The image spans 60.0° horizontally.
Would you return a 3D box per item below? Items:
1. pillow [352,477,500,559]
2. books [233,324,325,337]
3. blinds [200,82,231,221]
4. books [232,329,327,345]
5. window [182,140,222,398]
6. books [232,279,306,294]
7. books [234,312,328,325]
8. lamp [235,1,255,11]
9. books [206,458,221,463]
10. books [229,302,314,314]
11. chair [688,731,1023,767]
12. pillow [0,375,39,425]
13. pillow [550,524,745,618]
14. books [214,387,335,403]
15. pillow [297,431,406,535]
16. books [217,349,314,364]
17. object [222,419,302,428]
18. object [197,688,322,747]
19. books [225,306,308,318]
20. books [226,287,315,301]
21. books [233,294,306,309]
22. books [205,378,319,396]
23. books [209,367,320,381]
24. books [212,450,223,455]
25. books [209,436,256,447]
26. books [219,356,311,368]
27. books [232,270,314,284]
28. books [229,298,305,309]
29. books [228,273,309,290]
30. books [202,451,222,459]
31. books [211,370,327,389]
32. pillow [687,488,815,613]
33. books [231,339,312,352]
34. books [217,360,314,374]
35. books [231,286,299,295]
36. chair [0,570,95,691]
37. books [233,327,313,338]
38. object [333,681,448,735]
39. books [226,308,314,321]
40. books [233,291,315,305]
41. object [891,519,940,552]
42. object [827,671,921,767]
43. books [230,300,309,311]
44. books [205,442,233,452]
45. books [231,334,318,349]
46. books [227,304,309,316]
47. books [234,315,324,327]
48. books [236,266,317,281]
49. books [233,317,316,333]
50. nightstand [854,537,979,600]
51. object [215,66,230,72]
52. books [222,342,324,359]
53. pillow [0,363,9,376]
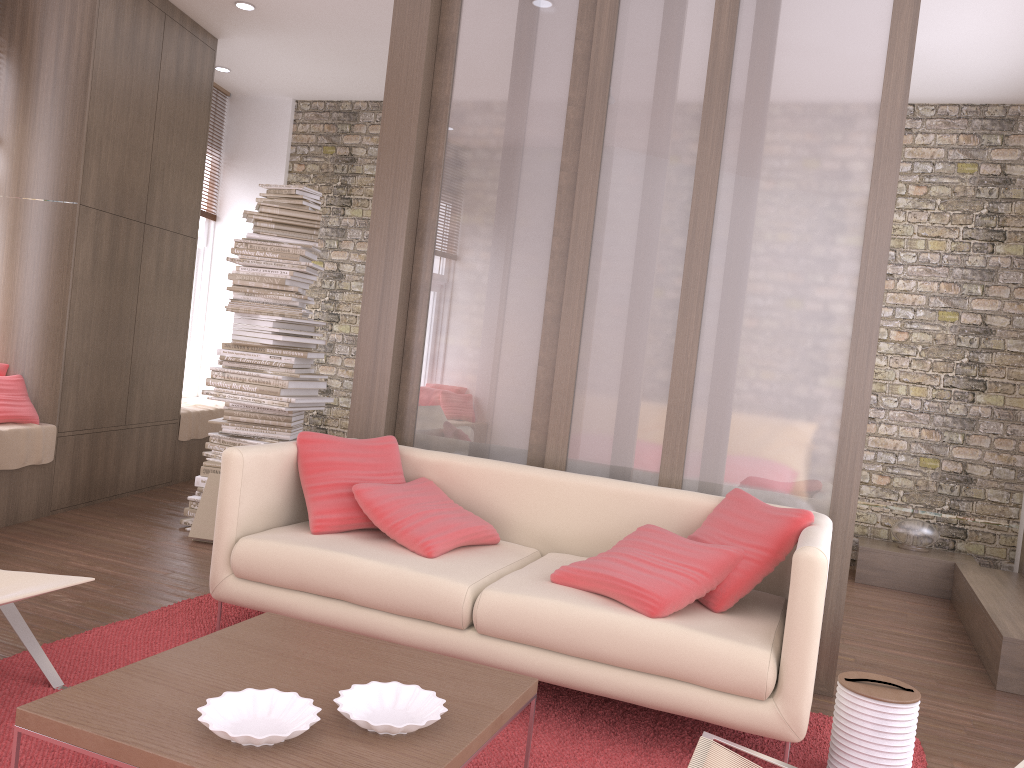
[{"bbox_3d":[-0.349,0.536,3.609,0.467,0.224,0.507,8,2,33],"label":"pillow"},{"bbox_3d":[-1.404,-0.322,5.323,0.484,0.020,0.323,8,2,40],"label":"books"},{"bbox_3d":[-2.666,-2.000,7.185,0.042,1.138,1.373,7,2,8],"label":"blinds"},{"bbox_3d":[-1.395,-0.280,5.309,0.524,0.030,0.317,8,2,40],"label":"books"},{"bbox_3d":[-2.871,-0.988,7.230,0.160,2.229,1.407,7,2,8],"label":"window"},{"bbox_3d":[-1.451,-0.582,5.326,0.379,0.028,0.297,6,2,-4],"label":"books"},{"bbox_3d":[-1.389,-0.391,5.317,0.500,0.018,0.326,8,2,40],"label":"books"},{"bbox_3d":[-1.700,-2.406,5.645,0.119,0.010,0.119,6,2,1],"label":"lamp"},{"bbox_3d":[-1.527,0.471,5.285,0.448,0.013,0.350,7,2,25],"label":"books"},{"bbox_3d":[-1.437,-0.454,5.319,0.446,0.012,0.291,6,2,-4],"label":"books"},{"bbox_3d":[0.729,0.876,1.638,0.853,0.762,0.739,7,2,20],"label":"chair"},{"bbox_3d":[-2.820,0.083,4.904,0.264,0.278,0.357,7,2,28],"label":"pillow"},{"bbox_3d":[0.477,0.645,3.116,0.467,0.224,0.507,5,3,-42],"label":"pillow"},{"bbox_3d":[-1.423,0.065,5.335,0.566,0.025,0.423,7,2,20],"label":"books"},{"bbox_3d":[-0.652,0.414,3.726,0.498,0.377,0.379,5,2,-35],"label":"pillow"},{"bbox_3d":[-1.474,-0.164,5.337,0.469,0.038,0.364,7,2,5],"label":"books"},{"bbox_3d":[-1.487,0.227,5.306,0.413,0.008,0.243,6,2,1],"label":"object"},{"bbox_3d":[-0.524,0.698,1.833,0.249,0.043,0.251,6,2,-9],"label":"object"},{"bbox_3d":[-1.464,-0.430,5.324,0.444,0.015,0.279,6,2,-4],"label":"books"},{"bbox_3d":[-1.440,-0.537,5.319,0.467,0.020,0.283,6,2,-4],"label":"books"},{"bbox_3d":[-1.453,-0.496,5.345,0.379,0.028,0.297,6,2,-4],"label":"books"},{"bbox_3d":[-1.498,0.019,5.345,0.522,0.046,0.410,7,2,20],"label":"books"},{"bbox_3d":[-1.484,-0.061,5.343,0.510,0.020,0.399,7,2,20],"label":"books"},{"bbox_3d":[-1.493,0.430,5.306,0.468,0.021,0.350,7,2,25],"label":"books"},{"bbox_3d":[-1.522,0.356,5.331,0.448,0.038,0.348,7,2,25],"label":"books"},{"bbox_3d":[-1.470,-0.132,5.316,0.442,0.025,0.346,7,2,5],"label":"books"},{"bbox_3d":[-1.431,-0.641,5.330,0.388,0.020,0.287,7,2,15],"label":"books"},{"bbox_3d":[-1.467,-0.480,5.335,0.395,0.007,0.308,6,2,-4],"label":"books"},{"bbox_3d":[-1.458,-0.615,5.332,0.379,0.039,0.297,7,2,15],"label":"books"},{"bbox_3d":[-1.548,0.448,5.325,0.506,0.023,0.330,7,2,25],"label":"books"},{"bbox_3d":[-1.461,-0.025,5.360,0.542,0.046,0.421,7,2,20],"label":"books"},{"bbox_3d":[0.780,0.592,3.237,0.379,0.377,0.498,6,2,-20],"label":"pillow"},{"bbox_3d":[-1.458,-0.233,5.355,0.450,0.022,0.364,6,2,-19],"label":"books"},{"bbox_3d":[-1.474,-0.104,5.352,0.469,0.028,0.368,7,2,5],"label":"books"},{"bbox_3d":[-1.464,-0.555,5.319,0.368,0.009,0.262,6,2,-4],"label":"books"},{"bbox_3d":[-1.822,0.557,2.598,0.860,0.767,0.739,7,2,20],"label":"chair"},{"bbox_3d":[-1.443,-0.309,5.336,0.413,0.013,0.294,8,2,40],"label":"books"},{"bbox_3d":[-0.269,0.723,1.952,0.251,0.043,0.249,8,2,32],"label":"object"},{"bbox_3d":[-1.440,-0.412,5.310,0.469,0.015,0.267,6,2,-4],"label":"books"},{"bbox_3d":[-1.425,-0.516,5.328,0.388,0.020,0.287,7,2,15],"label":"books"},{"bbox_3d":[2.666,0.996,5.866,0.296,0.199,0.211,7,2,18],"label":"object"},{"bbox_3d":[1.111,1.084,2.733,0.239,0.341,0.239,5,2,-37],"label":"object"},{"bbox_3d":[-1.445,-0.468,5.327,0.412,0.011,0.308,6,2,-4],"label":"books"},{"bbox_3d":[-1.554,0.392,5.321,0.432,0.038,0.339,7,2,25],"label":"books"},{"bbox_3d":[-1.431,-0.254,5.341,0.435,0.030,0.322,8,2,40],"label":"books"},{"bbox_3d":[-1.454,-0.443,5.325,0.432,0.013,0.288,6,2,-4],"label":"books"},{"bbox_3d":[-1.406,-0.378,5.343,0.443,0.010,0.345,8,2,40],"label":"books"},{"bbox_3d":[-1.407,-0.662,5.318,0.379,0.028,0.297,7,2,15],"label":"books"},{"bbox_3d":[-1.431,-0.356,5.338,0.417,0.036,0.308,8,2,40],"label":"books"},{"bbox_3d":[2.642,1.215,5.833,0.707,0.240,0.400,7,2,20],"label":"nightstand"},{"bbox_3d":[-2.322,-2.524,7.115,0.119,0.010,0.119,5,3,-44],"label":"object"},{"bbox_3d":[-1.429,-0.199,5.343,0.518,0.038,0.341,7,2,5],"label":"books"},{"bbox_3d":[-3.086,0.031,4.947,0.484,0.334,0.193,5,2,-29],"label":"pillow"}]
